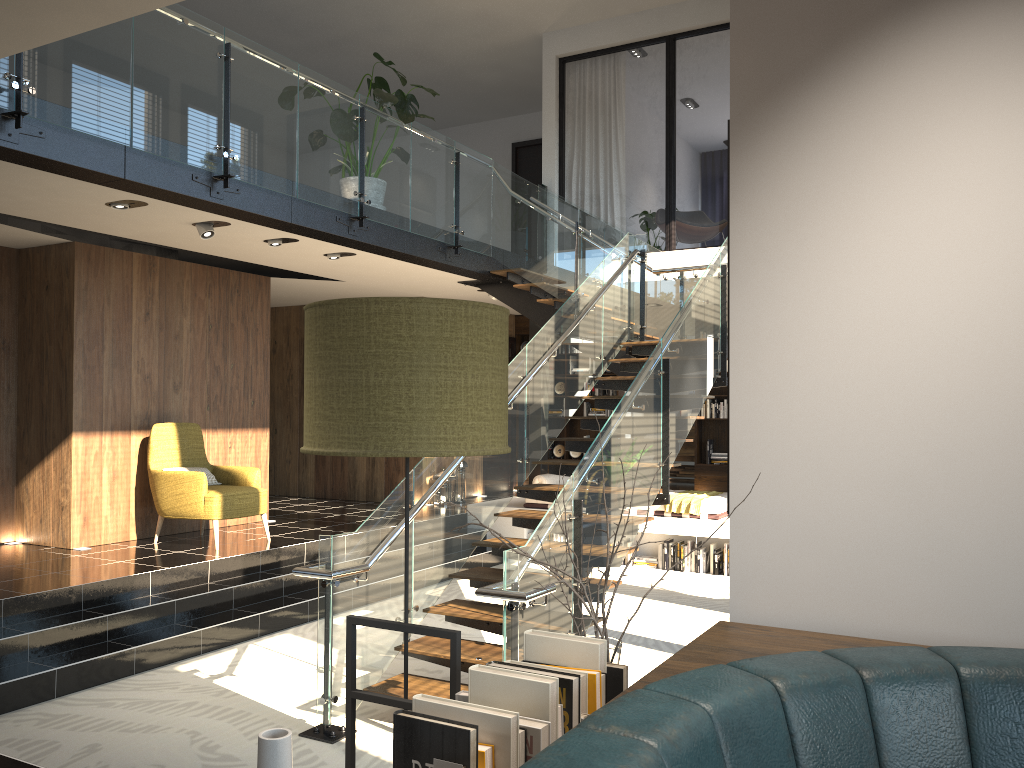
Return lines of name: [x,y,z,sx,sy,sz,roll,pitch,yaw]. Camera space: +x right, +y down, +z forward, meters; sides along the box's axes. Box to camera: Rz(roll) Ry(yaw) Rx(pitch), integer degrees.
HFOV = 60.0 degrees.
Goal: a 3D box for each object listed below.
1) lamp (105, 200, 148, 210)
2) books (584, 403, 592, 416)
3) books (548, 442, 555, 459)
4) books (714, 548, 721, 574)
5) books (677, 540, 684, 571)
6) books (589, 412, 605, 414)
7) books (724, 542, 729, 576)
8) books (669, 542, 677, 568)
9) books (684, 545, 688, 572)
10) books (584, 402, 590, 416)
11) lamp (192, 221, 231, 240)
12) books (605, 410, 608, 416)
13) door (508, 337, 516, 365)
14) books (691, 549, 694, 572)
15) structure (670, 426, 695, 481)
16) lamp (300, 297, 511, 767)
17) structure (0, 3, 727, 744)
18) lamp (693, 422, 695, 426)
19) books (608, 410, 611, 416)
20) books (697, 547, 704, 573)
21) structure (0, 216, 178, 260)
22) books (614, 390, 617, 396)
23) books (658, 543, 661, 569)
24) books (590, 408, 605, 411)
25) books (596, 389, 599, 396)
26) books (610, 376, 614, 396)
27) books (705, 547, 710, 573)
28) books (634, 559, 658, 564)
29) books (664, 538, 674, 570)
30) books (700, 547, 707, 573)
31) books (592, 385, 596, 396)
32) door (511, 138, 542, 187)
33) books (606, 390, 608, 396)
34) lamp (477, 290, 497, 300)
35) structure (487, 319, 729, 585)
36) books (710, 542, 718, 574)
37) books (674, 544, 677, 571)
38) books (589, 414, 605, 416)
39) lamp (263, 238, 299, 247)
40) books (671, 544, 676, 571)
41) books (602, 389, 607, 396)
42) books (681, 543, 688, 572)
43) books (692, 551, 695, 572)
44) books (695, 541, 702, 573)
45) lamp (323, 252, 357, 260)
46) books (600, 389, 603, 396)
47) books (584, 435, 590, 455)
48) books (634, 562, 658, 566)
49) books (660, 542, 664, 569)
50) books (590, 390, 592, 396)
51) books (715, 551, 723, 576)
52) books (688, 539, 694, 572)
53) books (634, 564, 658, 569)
lamp: [-2.758,-1.344,6.350,0.346,0.158,0.195,-1,-2,29]
books: [1.126,0.388,13.122,0.036,0.206,0.215,0,-1,29]
books: [0.589,0.969,13.412,0.042,0.315,0.193,0,-1,29]
books: [2.166,1.865,9.356,0.030,0.256,0.160,0,-1,29]
books: [1.814,1.845,9.540,0.035,0.305,0.151,0,-1,29]
books: [1.283,0.426,13.058,0.263,0.030,0.159,-1,-2,26]
books: [2.259,1.824,9.271,0.028,0.334,0.205,0,-1,29]
books: [1.742,1.857,9.596,0.030,0.284,0.176,0,-1,29]
books: [1.883,1.861,9.493,0.027,0.270,0.188,0,-1,29]
books: [1.112,0.380,13.163,0.028,0.224,0.161,0,-1,29]
lamp: [-2.381,-1.277,7.027,0.346,0.247,0.195,-1,-1,29]
books: [1.413,0.348,12.970,0.014,0.279,0.202,0,-1,29]
door: [-0.215,0.452,13.183,0.104,2.347,0.931,0,-1,29]
books: [1.944,1.884,9.490,0.026,0.226,0.132,0,-1,29]
structure: [4.169,1.234,15.407,6.276,0.981,0.886,-1,-2,29]
lamp: [-0.140,0.567,1.910,0.637,1.444,0.437,1,-1,-35]
structure: [-0.384,-0.048,6.896,3.447,4.867,7.281,0,-2,28]
lamp: [3.242,0.413,15.866,0.470,0.725,0.470,0,-1,21]
books: [1.442,0.364,12.943,0.014,0.246,0.192,0,-1,29]
books: [2.005,1.868,9.412,0.036,0.253,0.178,0,-1,29]
structure: [-6.230,-0.077,7.542,1.964,3.017,6.664,0,-2,29]
books: [1.528,0.070,12.866,0.026,0.196,0.170,0,-1,29]
books: [1.633,1.869,9.664,0.026,0.263,0.156,0,-1,29]
books: [1.290,0.377,13.072,0.239,0.031,0.146,-1,-2,29]
books: [1.277,0.062,13.013,0.027,0.219,0.139,0,-1,29]
books: [1.475,0.030,12.898,0.016,0.278,0.202,0,-1,29]
books: [2.100,1.847,9.394,0.066,0.293,0.142,0,-1,29]
books: [1.489,1.941,9.738,0.274,0.025,0.156,-1,-2,26]
books: [1.693,1.840,9.585,0.043,0.316,0.209,0,-1,29]
books: [2.030,1.866,9.399,0.019,0.256,0.186,0,-1,29]
books: [1.229,0.074,13.028,0.032,0.195,0.183,0,-1,29]
door: [0.420,-2.550,13.489,0.931,2.347,0.104,0,-1,29]
books: [1.400,0.072,12.975,0.060,0.196,0.119,0,-1,29]
lamp: [-0.266,-1.148,10.825,0.346,0.262,0.195,-1,-1,29]
structure: [1.395,0.464,10.233,3.782,3.244,1.149,0,-1,29]
books: [2.135,1.837,9.359,0.027,0.312,0.189,0,-1,29]
books: [1.784,1.864,9.552,0.029,0.268,0.146,0,-1,29]
books: [1.278,0.454,13.050,0.271,0.028,0.174,0,-2,25]
lamp: [-2.005,-1.291,7.705,0.346,0.177,0.195,-1,-2,29]
books: [1.755,1.863,9.559,0.029,0.268,0.173,0,-1,29]
books: [1.354,0.039,12.971,0.016,0.262,0.155,0,-1,29]
books: [1.849,1.853,9.487,0.026,0.287,0.204,0,-1,29]
books: [1.959,1.880,9.461,0.028,0.231,0.158,0,-1,29]
books: [1.983,1.836,9.444,0.033,0.318,0.152,0,-1,29]
lamp: [-1.627,-1.269,8.383,0.346,0.177,0.195,-1,-2,29]
books: [1.334,0.033,12.990,0.037,0.276,0.179,0,-1,29]
books: [1.106,0.940,13.092,0.017,0.359,0.189,0,-1,29]
books: [1.486,1.966,9.734,0.261,0.024,0.167,-1,-2,26]
books: [1.644,1.863,9.626,0.030,0.273,0.168,0,-1,29]
books: [1.187,0.046,13.060,0.021,0.253,0.167,0,-1,29]
books: [2.178,1.878,9.313,0.032,0.229,0.228,0,-1,29]
books: [1.917,1.833,9.497,0.029,0.326,0.153,0,-1,29]
books: [1.486,1.990,9.733,0.257,0.024,0.167,-1,-2,29]
